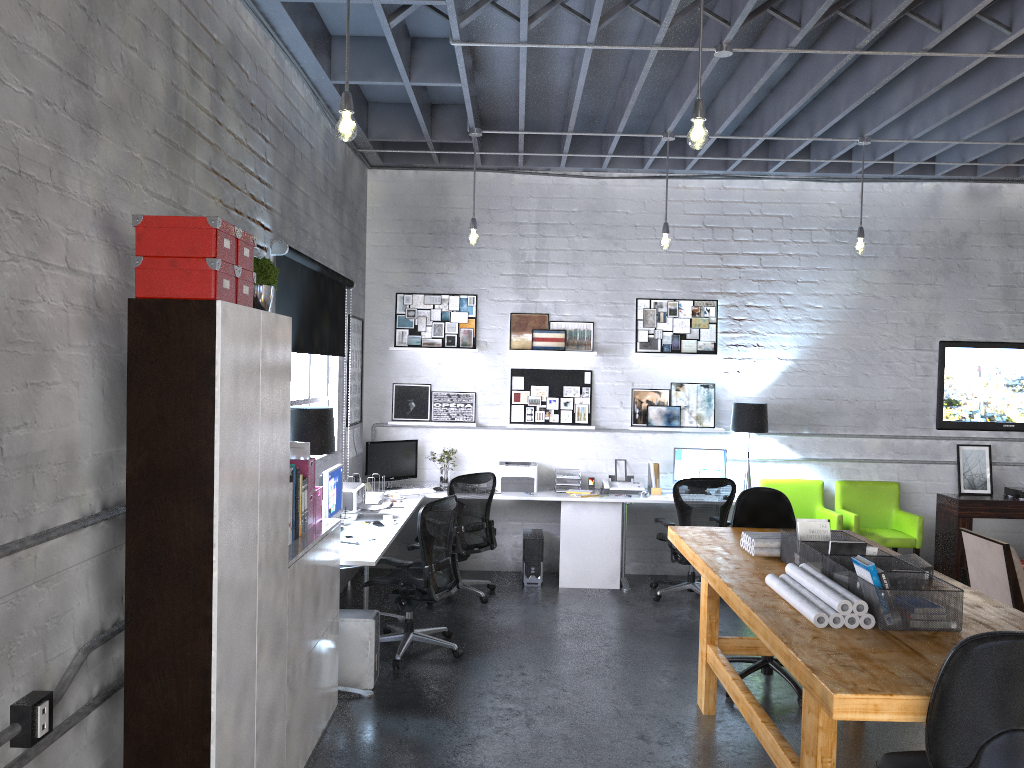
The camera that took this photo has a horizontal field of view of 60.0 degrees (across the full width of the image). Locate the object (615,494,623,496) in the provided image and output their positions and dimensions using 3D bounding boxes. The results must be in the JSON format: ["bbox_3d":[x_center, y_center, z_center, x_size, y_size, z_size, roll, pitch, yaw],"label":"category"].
[{"bbox_3d":[0.929,0.967,7.731,0.011,0.011,0.125,2,1,39],"label":"object"}]

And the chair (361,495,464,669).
[{"bbox_3d":[-0.669,1.235,5.784,0.753,1.032,0.731,1,1,4],"label":"chair"}]

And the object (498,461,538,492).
[{"bbox_3d":[0.053,0.833,7.984,0.351,0.235,0.350,1,1,0],"label":"object"}]

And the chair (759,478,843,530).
[{"bbox_3d":[2.553,1.335,7.913,0.611,0.921,0.516,1,2,0],"label":"chair"}]

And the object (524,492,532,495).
[{"bbox_3d":[0.143,0.949,7.679,0.075,0.016,0.017,2,1,25],"label":"object"}]

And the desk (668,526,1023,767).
[{"bbox_3d":[1.493,1.362,4.021,1.115,0.926,2.831,1,1,0],"label":"desk"}]

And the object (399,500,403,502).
[{"bbox_3d":[-0.894,0.931,7.061,0.058,0.020,0.071,1,1,-36],"label":"object"}]

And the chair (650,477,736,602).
[{"bbox_3d":[1.480,1.262,7.386,0.732,1.032,0.752,0,2,-31],"label":"chair"}]

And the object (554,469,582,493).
[{"bbox_3d":[0.501,0.870,7.977,0.229,0.181,0.316,1,1,0],"label":"object"}]

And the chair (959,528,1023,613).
[{"bbox_3d":[3.429,1.424,5.834,0.725,0.842,0.574,1,1,0],"label":"chair"}]

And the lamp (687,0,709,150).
[{"bbox_3d":[0.791,-1.427,3.721,0.104,0.878,0.104,1,2,0],"label":"lamp"}]

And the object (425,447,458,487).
[{"bbox_3d":[-0.619,0.753,8.017,0.297,0.363,0.271,0,2,-45],"label":"object"}]

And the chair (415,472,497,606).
[{"bbox_3d":[-0.488,1.218,7.240,0.752,1.032,0.732,2,2,24],"label":"chair"}]

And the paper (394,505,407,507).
[{"bbox_3d":[-0.896,0.944,6.846,0.159,0.001,0.115,1,1,-17],"label":"paper"}]

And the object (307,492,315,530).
[{"bbox_3d":[-1.136,0.647,4.555,0.214,0.177,0.161,1,1,0],"label":"object"}]

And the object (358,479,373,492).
[{"bbox_3d":[-1.234,0.858,7.421,0.155,0.141,0.088,2,2,15],"label":"object"}]

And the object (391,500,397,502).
[{"bbox_3d":[-0.940,0.934,7.066,0.057,0.013,0.013,1,1,-8],"label":"object"}]

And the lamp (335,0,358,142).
[{"bbox_3d":[-0.690,-1.461,3.726,0.104,0.878,0.104,1,2,0],"label":"lamp"}]

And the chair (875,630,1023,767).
[{"bbox_3d":[1.361,1.258,2.715,0.659,1.165,0.686,1,2,-2],"label":"chair"}]

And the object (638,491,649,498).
[{"bbox_3d":[1.145,0.954,7.695,0.095,0.050,0.095,1,1,-31],"label":"object"}]

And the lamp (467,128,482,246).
[{"bbox_3d":[-0.287,-1.495,6.752,0.104,0.878,0.104,1,2,0],"label":"lamp"}]

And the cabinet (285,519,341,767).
[{"bbox_3d":[-1.176,1.249,4.277,0.465,1.022,1.151,1,1,0],"label":"cabinet"}]

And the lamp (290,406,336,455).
[{"bbox_3d":[-1.174,0.547,5.049,0.333,0.832,0.333,0,2,-38],"label":"lamp"}]

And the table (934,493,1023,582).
[{"bbox_3d":[4.600,1.432,7.964,1.410,0.820,0.403,1,2,0],"label":"table"}]

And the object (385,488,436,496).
[{"bbox_3d":[-0.867,0.921,7.587,0.422,0.028,0.181,1,1,-40],"label":"object"}]

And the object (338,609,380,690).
[{"bbox_3d":[-1.026,1.545,5.182,0.478,0.411,0.200,1,2,0],"label":"object"}]

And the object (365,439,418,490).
[{"bbox_3d":[-1.073,0.712,7.842,0.147,0.427,0.560,3,2,37],"label":"object"}]

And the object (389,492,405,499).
[{"bbox_3d":[-0.939,0.912,7.254,0.130,0.049,0.130,2,1,17],"label":"object"}]

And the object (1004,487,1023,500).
[{"bbox_3d":[4.664,0.983,7.940,0.370,0.082,0.266,1,1,0],"label":"object"}]

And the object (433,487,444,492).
[{"bbox_3d":[-0.650,0.919,7.776,0.114,0.036,0.058,2,1,40],"label":"object"}]

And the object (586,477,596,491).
[{"bbox_3d":[0.719,0.903,8.020,0.093,0.116,0.067,1,2,0],"label":"object"}]

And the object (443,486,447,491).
[{"bbox_3d":[-0.415,0.902,7.758,0.279,0.081,0.411,1,1,-30],"label":"object"}]

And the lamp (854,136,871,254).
[{"bbox_3d":[2.660,-1.426,6.740,0.104,0.878,0.104,1,2,0],"label":"lamp"}]

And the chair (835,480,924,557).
[{"bbox_3d":[3.248,1.351,7.910,0.611,0.921,0.516,1,2,0],"label":"chair"}]

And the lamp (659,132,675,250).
[{"bbox_3d":[1.177,-1.461,6.746,0.104,0.878,0.104,1,2,0],"label":"lamp"}]

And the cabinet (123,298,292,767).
[{"bbox_3d":[-1.071,0.753,3.224,0.291,2.048,0.872,1,2,0],"label":"cabinet"}]

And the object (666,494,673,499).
[{"bbox_3d":[1.558,0.976,7.677,0.422,0.028,0.181,1,1,-5],"label":"object"}]

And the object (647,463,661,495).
[{"bbox_3d":[1.280,0.850,7.962,0.087,0.259,0.236,1,1,0],"label":"object"}]

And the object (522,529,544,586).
[{"bbox_3d":[0.183,1.535,7.889,0.180,0.411,0.476,1,1,0],"label":"object"}]

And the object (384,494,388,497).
[{"bbox_3d":[-1.064,0.926,7.387,0.048,0.012,0.111,1,1,-20],"label":"object"}]

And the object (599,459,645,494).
[{"bbox_3d":[0.977,0.832,7.968,0.405,0.280,0.399,1,1,0],"label":"object"}]

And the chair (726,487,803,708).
[{"bbox_3d":[1.563,1.227,5.278,0.659,1.165,0.686,1,2,-2],"label":"chair"}]

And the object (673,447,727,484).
[{"bbox_3d":[1.677,0.780,7.957,0.465,0.417,0.212,1,2,5],"label":"object"}]

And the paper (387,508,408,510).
[{"bbox_3d":[-0.869,0.946,6.722,0.159,0.001,0.115,1,1,-11],"label":"paper"}]

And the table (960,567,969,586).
[{"bbox_3d":[4.163,1.696,6.979,0.873,0.300,0.873,1,1,4],"label":"table"}]

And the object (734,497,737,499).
[{"bbox_3d":[1.937,0.993,7.754,0.046,0.009,0.121,1,1,-15],"label":"object"}]

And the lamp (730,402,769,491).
[{"bbox_3d":[2.115,0.583,7.921,0.333,0.832,0.333,0,2,-38],"label":"lamp"}]

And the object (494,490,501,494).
[{"bbox_3d":[-0.162,0.938,7.718,0.103,0.021,0.131,1,1,-20],"label":"object"}]

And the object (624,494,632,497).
[{"bbox_3d":[1.003,0.969,7.682,0.017,0.016,0.076,0,1,-40],"label":"object"}]

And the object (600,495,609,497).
[{"bbox_3d":[0.798,0.969,7.663,0.008,0.007,0.141,2,1,35],"label":"object"}]

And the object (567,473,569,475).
[{"bbox_3d":[0.501,0.813,7.994,0.011,0.010,0.126,2,1,9],"label":"object"}]

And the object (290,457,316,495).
[{"bbox_3d":[-1.132,0.470,4.549,0.214,0.177,0.161,1,1,0],"label":"object"}]
